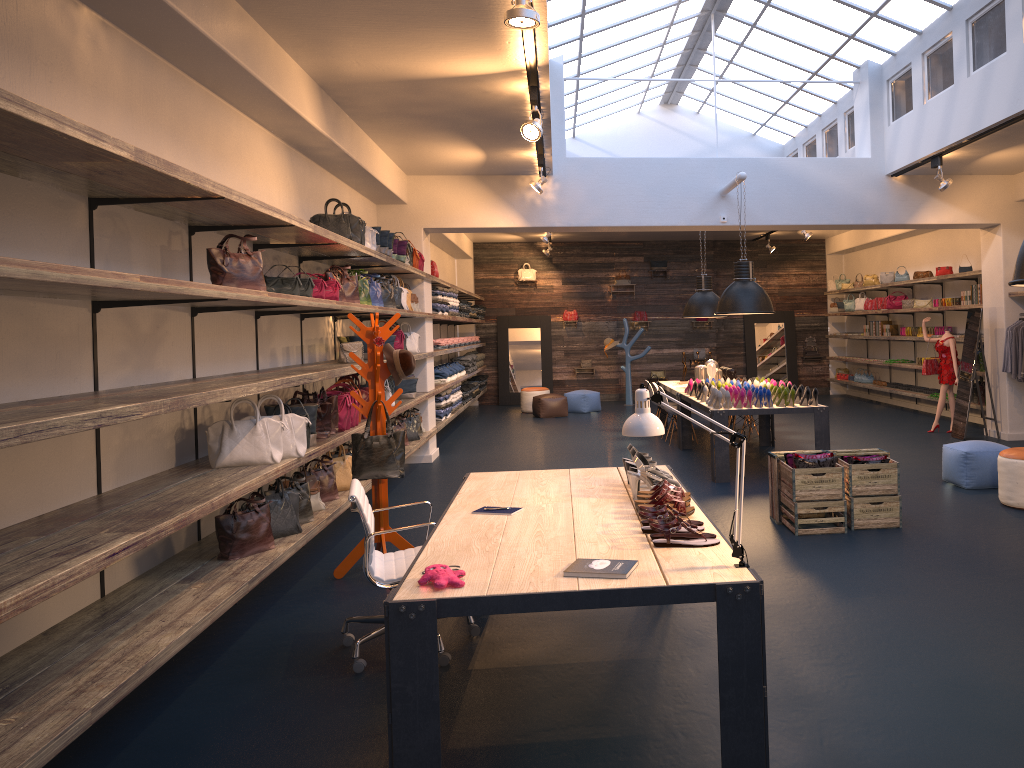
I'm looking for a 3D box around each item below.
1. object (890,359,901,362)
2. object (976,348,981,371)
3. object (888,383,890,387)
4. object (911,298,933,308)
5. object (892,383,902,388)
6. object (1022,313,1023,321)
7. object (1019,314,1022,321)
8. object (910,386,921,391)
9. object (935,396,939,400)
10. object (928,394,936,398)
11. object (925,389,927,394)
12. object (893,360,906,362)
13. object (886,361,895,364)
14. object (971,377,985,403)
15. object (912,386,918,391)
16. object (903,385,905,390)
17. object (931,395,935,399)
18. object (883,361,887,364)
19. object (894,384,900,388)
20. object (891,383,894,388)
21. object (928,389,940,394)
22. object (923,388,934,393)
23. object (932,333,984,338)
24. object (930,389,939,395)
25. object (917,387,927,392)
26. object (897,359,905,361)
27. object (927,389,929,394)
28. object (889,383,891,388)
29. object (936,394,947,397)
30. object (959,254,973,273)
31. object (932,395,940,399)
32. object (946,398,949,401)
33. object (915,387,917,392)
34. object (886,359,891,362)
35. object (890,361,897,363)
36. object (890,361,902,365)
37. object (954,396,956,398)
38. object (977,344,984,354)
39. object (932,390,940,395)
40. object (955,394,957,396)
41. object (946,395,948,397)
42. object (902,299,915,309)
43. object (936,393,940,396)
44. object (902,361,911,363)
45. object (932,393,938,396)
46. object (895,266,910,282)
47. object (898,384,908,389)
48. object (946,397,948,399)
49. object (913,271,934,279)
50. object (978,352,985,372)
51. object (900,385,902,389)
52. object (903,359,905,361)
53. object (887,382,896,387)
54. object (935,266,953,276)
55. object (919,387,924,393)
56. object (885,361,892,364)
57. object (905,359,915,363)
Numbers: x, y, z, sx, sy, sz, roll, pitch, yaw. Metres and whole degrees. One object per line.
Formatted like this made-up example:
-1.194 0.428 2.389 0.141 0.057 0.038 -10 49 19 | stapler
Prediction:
6.975 -0.418 15.762 0.235 0.064 0.085 -1 2 2 | object
6.897 -0.359 12.652 0.373 0.339 0.218 -1 1 3 | object
7.136 0.018 16.264 0.189 0.087 0.065 -1 1 -5 | object
6.924 -1.369 14.681 0.334 0.175 0.250 1 3 41 | object
7.124 0.031 16.057 0.189 0.087 0.065 -1 1 -5 | object
6.710 -0.822 11.368 0.438 0.219 0.010 -2 0 -7 | object
6.714 -0.826 11.435 0.438 0.219 0.010 -2 0 -7 | object
7.081 0.082 15.240 0.176 0.087 0.070 0 2 22 | object
6.835 0.213 13.814 0.241 0.058 0.081 -2 2 -10 | object
6.842 0.197 14.087 0.241 0.058 0.081 -2 2 -10 | object
7.047 0.120 14.617 0.180 0.087 0.068 -1 1 11 | object
6.997 -0.412 15.669 0.235 0.067 0.085 -1 2 2 | object
6.912 -0.390 15.797 0.241 0.058 0.081 -2 2 -10 | object
6.951 0.082 12.931 0.366 0.390 0.183 -1 1 10 | object
7.077 0.086 15.172 0.174 0.087 0.070 0 2 26 | object
7.098 0.061 15.568 0.189 0.087 0.065 -1 1 -5 | object
6.844 0.202 13.994 0.241 0.058 0.081 -2 2 -10 | object
6.928 -0.401 15.982 0.241 0.058 0.081 -2 2 -10 | object
7.120 0.035 15.988 0.189 0.087 0.065 -1 1 -5 | object
7.127 0.027 16.124 0.189 0.087 0.065 -1 1 -5 | object
7.039 0.129 14.477 0.177 0.087 0.069 0 2 20 | object
7.051 0.116 14.684 0.180 0.087 0.068 -1 1 12 | object
6.944 -0.745 13.357 0.484 0.060 1.513 -1 3 2 | object
7.036 0.133 14.410 0.176 0.087 0.069 0 2 21 | object
7.066 0.099 14.966 0.172 0.087 0.071 1 2 34 | object
7.158 -0.434 15.987 0.219 0.053 0.091 1 3 29 | object
7.043 0.125 14.547 0.177 0.087 0.069 0 2 19 | object
7.132 0.022 16.194 0.189 0.087 0.065 -1 1 -5 | object
6.890 0.180 13.867 0.235 0.064 0.085 -1 2 2 | object
6.779 -1.797 12.979 0.187 0.279 0.063 -1 0 28 | object
6.826 0.208 13.902 0.241 0.058 0.081 -2 2 -10 | object
6.802 0.236 13.461 0.241 0.058 0.081 -2 2 -10 | object
7.070 0.094 15.033 0.173 0.087 0.070 0 2 29 | object
6.984 -0.428 15.942 0.237 0.063 0.083 -1 2 -1 | object
6.921 -0.384 15.709 0.241 0.058 0.081 -2 2 -10 | object
6.902 -0.378 15.617 0.241 0.058 0.081 -2 2 -10 | object
6.866 0.208 13.426 0.235 0.064 0.085 -1 2 2 | object
6.920 -0.397 12.826 0.366 0.390 0.183 -1 1 10 | object
7.033 0.137 14.341 0.174 0.087 0.070 0 2 26 | object
7.048 0.191 13.651 0.219 0.053 0.091 1 3 29 | object
6.875 0.197 13.608 0.237 0.063 0.083 -1 2 -1 | object
6.956 -1.403 15.215 0.113 0.175 0.247 -2 2 -38 | object
6.921 0.176 13.955 0.235 0.068 0.084 -1 2 2 | object
7.073 -0.383 15.637 0.241 0.058 0.081 -2 2 -10 | object
6.898 0.170 14.047 0.237 0.063 0.083 -1 2 -1 | object
6.930 -1.953 15.423 0.255 0.282 0.103 0 1 33 | object
7.109 0.048 15.776 0.189 0.087 0.065 -1 1 -5 | object
6.821 0.230 13.553 0.241 0.058 0.081 -2 2 -10 | object
6.905 -1.825 14.530 0.353 0.141 0.413 -1 3 10 | object
6.854 -0.355 12.455 0.348 0.356 0.160 -1 1 -5 | object
7.106 0.053 15.708 0.189 0.087 0.065 -1 1 -5 | object
7.146 -0.421 15.781 0.252 0.073 0.079 -3 2 -27 | object
7.138 0.014 16.331 0.189 0.087 0.065 -1 1 -5 | object
6.820 -1.778 13.701 0.257 0.149 0.122 0 2 33 | object
7.062 0.103 14.899 0.171 0.087 0.071 1 2 39 | object
6.930 -0.396 15.890 0.241 0.058 0.081 -2 2 -10 | object
7.169 -0.416 15.688 0.253 0.067 0.079 -3 2 -26 | object
